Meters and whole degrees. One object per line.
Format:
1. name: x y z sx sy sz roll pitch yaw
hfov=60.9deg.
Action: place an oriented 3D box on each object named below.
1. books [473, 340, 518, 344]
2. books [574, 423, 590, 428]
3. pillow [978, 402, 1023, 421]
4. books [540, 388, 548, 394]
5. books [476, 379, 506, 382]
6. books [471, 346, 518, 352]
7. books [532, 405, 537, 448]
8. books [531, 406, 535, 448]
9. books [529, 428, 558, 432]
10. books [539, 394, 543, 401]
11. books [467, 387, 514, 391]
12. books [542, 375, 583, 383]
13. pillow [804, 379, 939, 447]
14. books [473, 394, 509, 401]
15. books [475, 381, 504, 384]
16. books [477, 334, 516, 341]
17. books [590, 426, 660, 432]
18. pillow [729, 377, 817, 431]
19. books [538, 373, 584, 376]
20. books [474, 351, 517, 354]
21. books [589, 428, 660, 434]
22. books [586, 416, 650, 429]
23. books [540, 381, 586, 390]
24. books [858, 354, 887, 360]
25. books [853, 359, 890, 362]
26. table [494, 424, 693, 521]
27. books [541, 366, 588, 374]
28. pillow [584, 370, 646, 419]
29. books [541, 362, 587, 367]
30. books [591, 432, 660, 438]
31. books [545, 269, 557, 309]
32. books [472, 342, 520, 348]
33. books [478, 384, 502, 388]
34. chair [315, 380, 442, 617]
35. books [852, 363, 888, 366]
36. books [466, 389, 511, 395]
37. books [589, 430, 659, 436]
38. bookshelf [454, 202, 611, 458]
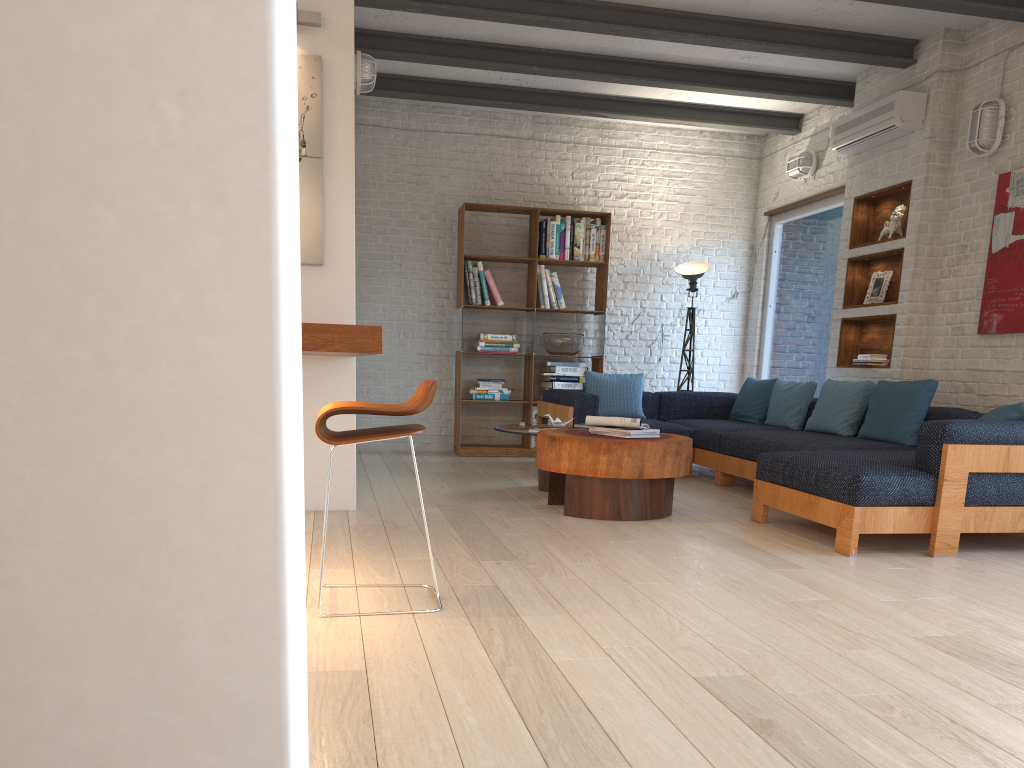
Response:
1. books: -0.152 -0.383 7.958 0.356 0.021 0.266 2 1 -13
2. books: 0.570 0.298 6.235 0.161 0.023 0.229 3 2 36
3. pillow: 2.537 0.249 4.540 0.372 0.336 0.558 6 6 38
4. books: 0.473 0.072 8.178 0.362 0.057 0.276 2 2 -9
5. books: -0.199 -0.036 8.019 0.252 0.017 0.159 2 1 -12
6. books: -0.160 -0.317 7.957 0.379 0.037 0.239 1 2 -16
7. books: 0.196 0.397 8.194 0.036 0.393 0.237 -1 9 -12
8. books: 0.163 0.396 8.171 0.036 0.393 0.237 -1 9 -12
9. books: 0.270 0.305 5.724 0.318 0.011 0.247 2 1 1
10. books: 0.476 0.134 8.172 0.379 0.066 0.239 1 2 -17
11. books: -0.201 0.043 8.025 0.379 0.019 0.239 1 1 -19
12. books: 0.466 -0.049 8.124 0.326 0.057 0.249 1 2 -17
13. pillow: 2.373 0.165 5.839 0.254 0.425 1.186 0 3 -12
14. books: -0.199 0.118 8.042 0.326 0.057 0.249 2 2 -2
15. books: -0.212 -0.011 8.042 0.236 0.019 0.167 1 1 -19
16. books: -0.143 -0.421 7.950 0.326 0.057 0.249 2 2 -9
17. books: 0.651 0.260 5.042 0.251 0.011 0.313 1 2 -38
18. pillow: 2.115 0.153 7.142 0.243 0.407 1.083 0 3 -13
19. books: 0.481 -0.088 8.131 0.444 0.021 0.266 2 1 -12
20. books: -0.154 -0.288 7.971 0.356 0.021 0.266 2 1 -12
21. books: 0.650 0.271 5.052 0.251 0.011 0.314 1 2 -43
22. books: 0.624 0.244 5.113 0.320 0.112 0.268 3 3 21
23. books: 0.489 0.013 8.153 0.379 0.066 0.239 1 2 -25
24. books: 2.669 -0.199 6.459 0.132 0.034 0.201 2 2 -2
25. books: 2.668 -0.172 6.458 0.171 0.019 0.231 2 1 -10
26. table: 0.450 0.512 5.605 1.077 0.456 1.792 2 2 -6
27. books: 0.487 -0.131 8.142 0.379 0.066 0.239 1 2 -17
28. pillow: 0.872 0.098 7.391 0.555 0.420 0.217 1 9 -12
29. books: 0.485 -0.183 8.126 0.380 0.037 0.239 2 1 -12
30. books: 0.657 0.292 5.061 0.252 0.011 0.313 1 1 -33
31. books: 0.322 -0.854 7.955 0.125 0.357 0.265 0 8 -12
32. books: -0.147 -0.354 7.946 0.379 0.037 0.239 1 2 -18
33. books: -0.206 0.016 8.042 0.206 0.034 0.129 2 2 -12
34. chair: -0.455 0.373 3.002 0.423 0.795 0.393 0 9 -12
35. books: 2.658 -0.146 6.473 0.162 0.017 0.247 2 1 -2
36. books: -0.219 0.070 8.037 0.380 0.037 0.239 2 1 -12
37. books: 0.652 0.281 5.073 0.251 0.011 0.314 1 2 -43
38. bookshelf: 0.165 -0.434 7.990 1.318 2.259 0.354 0 11 -11
